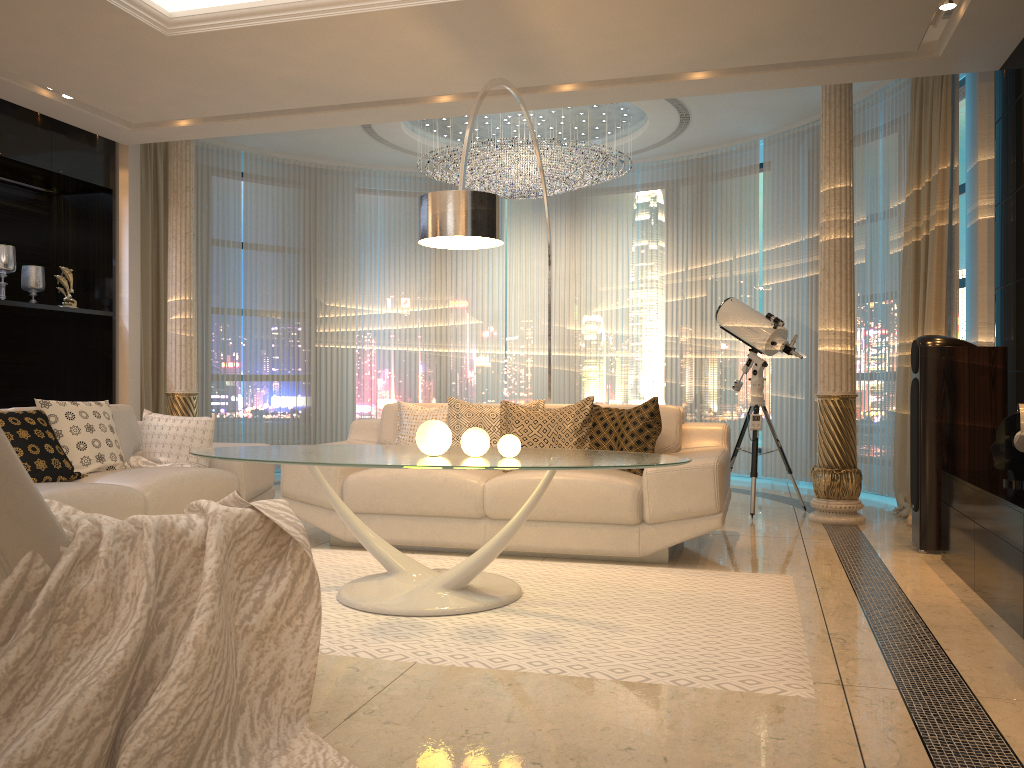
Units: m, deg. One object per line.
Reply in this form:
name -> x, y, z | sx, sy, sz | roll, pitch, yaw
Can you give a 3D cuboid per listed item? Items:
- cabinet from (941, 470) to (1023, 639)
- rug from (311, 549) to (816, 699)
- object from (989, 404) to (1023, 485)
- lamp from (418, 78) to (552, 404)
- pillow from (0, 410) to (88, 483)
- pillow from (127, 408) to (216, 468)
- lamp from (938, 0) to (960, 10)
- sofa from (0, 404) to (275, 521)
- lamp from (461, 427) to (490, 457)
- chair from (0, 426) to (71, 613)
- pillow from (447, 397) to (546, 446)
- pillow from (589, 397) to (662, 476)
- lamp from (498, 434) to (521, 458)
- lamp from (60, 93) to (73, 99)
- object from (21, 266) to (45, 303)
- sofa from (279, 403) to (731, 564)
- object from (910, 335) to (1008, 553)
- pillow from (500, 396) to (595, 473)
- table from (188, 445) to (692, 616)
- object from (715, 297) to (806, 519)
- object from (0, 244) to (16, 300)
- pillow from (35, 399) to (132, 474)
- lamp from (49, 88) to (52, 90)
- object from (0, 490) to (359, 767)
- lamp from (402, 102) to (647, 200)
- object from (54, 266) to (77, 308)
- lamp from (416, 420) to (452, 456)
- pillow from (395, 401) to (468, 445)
cabinet -> 1.938, 0.647, 2.957 | 0.416, 0.444, 2.842 | 0, 0, 16
rug -> -0.330, 0.864, 3.619 | 2.900, 0.020, 1.661 | 0, 0, 15
object -> 2.186, 0.256, 3.791 | 0.197, 0.343, 0.197 | 0, 0, -20
lamp -> -0.016, -0.391, 4.845 | 0.393, 2.519, 2.009 | 0, 0, 16
pillow -> -2.284, 0.286, 4.183 | 0.323, 0.355, 0.524 | 0, 0, 16
pillow -> -1.879, 0.299, 4.846 | 0.521, 0.325, 0.281 | 0, 0, 25
lamp -> 2.081, -1.856, 4.234 | 0.107, 0.127, 0.107 | 0, 0, -3
sofa -> -2.223, 0.492, 4.230 | 1.145, 0.754, 2.328 | 0, 0, 16
lamp -> -0.144, 0.229, 3.484 | 0.115, 0.115, 0.115 | 0, 0, 41
chair -> -1.242, 0.373, 2.194 | 1.027, 0.991, 0.983 | 0, 0, 15
pillow -> -0.095, 0.287, 5.071 | 0.587, 0.429, 0.288 | 0, 0, -9
pillow -> 0.573, 0.282, 4.782 | 0.301, 0.436, 0.575 | 0, 0, -43
lamp -> -0.010, 0.241, 3.447 | 0.090, 0.091, 0.090 | 0, 0, -24
lamp -> -2.758, -1.843, 5.517 | 0.107, 0.127, 0.107 | 0, 0, -3
object -> -3.419, -0.679, 6.333 | 0.147, 0.317, 0.147 | 0, 0, 18
sofa -> 0.013, 0.492, 4.953 | 2.328, 0.754, 1.145 | 0, 0, 16
object -> 2.337, 0.305, 4.611 | 0.468, 1.127, 0.285 | 0, 0, 16
pillow -> 0.192, 0.282, 4.914 | 0.575, 0.436, 0.301 | 0, 0, 22
table -> -0.351, 0.569, 3.635 | 2.140, 0.565, 0.999 | 0, 0, 15
object -> 1.629, 0.134, 5.929 | 0.616, 1.471, 0.570 | 0, 0, 22
object -> -3.495, -0.734, 6.086 | 0.156, 0.426, 0.156 | 0, 0, 21
pillow -> -2.202, 0.272, 4.636 | 0.255, 0.399, 0.526 | 0, 0, 16
lamp -> -2.788, -1.856, 5.391 | 0.107, 0.127, 0.107 | 0, 0, -3
object -> -1.028, 0.571, 2.190 | 0.972, 0.580, 1.347 | 0, 0, -37
lamp -> 0.109, -1.940, 7.608 | 2.109, 0.685, 2.109 | 0, 0, -29
object -> -3.170, -0.681, 6.308 | 0.116, 0.293, 0.182 | 0, 0, 13
lamp -> -0.311, 0.215, 3.531 | 0.143, 0.143, 0.143 | 0, 0, 0
pillow -> -0.486, 0.289, 5.151 | 0.463, 0.380, 0.222 | 0, 0, 20
